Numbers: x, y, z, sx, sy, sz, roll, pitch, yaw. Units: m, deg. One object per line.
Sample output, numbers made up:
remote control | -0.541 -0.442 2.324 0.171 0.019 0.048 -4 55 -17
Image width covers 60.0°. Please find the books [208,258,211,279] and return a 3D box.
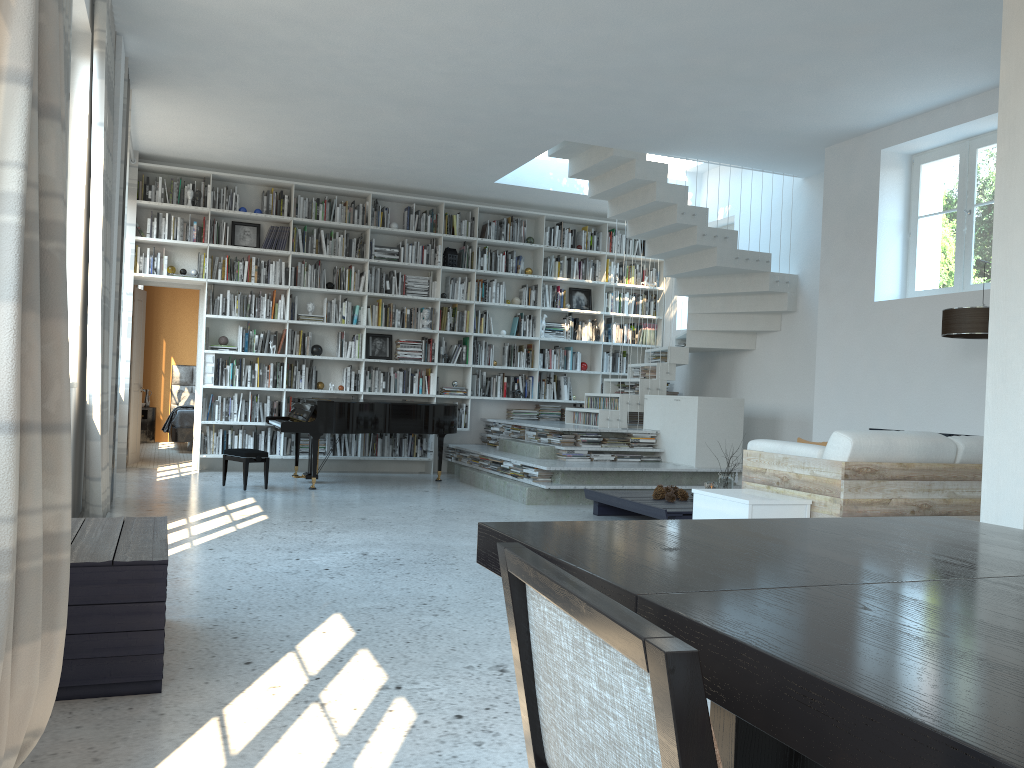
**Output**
books | -3.204 -1.205 9.394 0.022 0.232 0.151 2 0 -21

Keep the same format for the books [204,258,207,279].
books | -3.231 -1.203 9.347 0.021 0.224 0.231 2 0 -21

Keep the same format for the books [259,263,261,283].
books | -2.725 -1.182 9.575 0.013 0.232 0.171 2 0 -21

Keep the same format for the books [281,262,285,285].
books | -2.502 -1.187 9.660 0.035 0.264 0.177 2 0 -21

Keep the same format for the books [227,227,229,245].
books | -3.032 -1.555 9.437 0.012 0.214 0.185 2 0 -21

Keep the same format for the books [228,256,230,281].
books | -3.021 -1.219 9.451 0.011 0.277 0.164 2 0 -21

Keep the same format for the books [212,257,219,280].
books | -3.156 -1.215 9.420 0.062 0.258 0.153 2 0 -21

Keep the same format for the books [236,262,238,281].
books | -2.946 -1.185 9.487 0.014 0.218 0.164 2 0 -21

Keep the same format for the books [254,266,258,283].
books | -2.763 -1.166 9.544 0.029 0.195 0.192 2 0 -21

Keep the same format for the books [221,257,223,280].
books | -3.095 -1.215 9.436 0.010 0.263 0.151 2 0 -21

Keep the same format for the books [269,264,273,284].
books | -2.620 -1.176 9.612 0.030 0.231 0.172 2 0 -21

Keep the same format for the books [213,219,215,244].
books | -3.165 -1.598 9.405 0.006 0.289 0.144 2 0 -21

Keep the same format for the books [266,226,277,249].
books | -2.616 -1.565 9.612 0.110 0.279 0.174 2 0 -21

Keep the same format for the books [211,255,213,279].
books | -3.184 -1.219 9.392 0.012 0.263 0.180 2 0 -21

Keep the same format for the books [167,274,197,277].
books | -3.459 -1.131 9.299 0.285 0.012 0.159 3 -1 -19

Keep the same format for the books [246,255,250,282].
books | -2.840 -1.223 9.542 0.014 0.304 0.151 2 0 -21

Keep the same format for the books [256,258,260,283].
books | -2.746 -1.210 9.579 0.025 0.286 0.161 2 0 -21

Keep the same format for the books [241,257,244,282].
books | -2.895 -1.210 9.513 0.014 0.272 0.180 2 0 -21

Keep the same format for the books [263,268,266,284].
books | -2.688 -1.157 9.604 0.022 0.186 0.136 2 0 -21

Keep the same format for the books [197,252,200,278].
books | -3.306 -1.236 9.349 0.012 0.285 0.159 2 0 -21

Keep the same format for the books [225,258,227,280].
books | -3.054 -1.208 9.446 0.014 0.252 0.187 2 0 -21

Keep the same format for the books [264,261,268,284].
books | -2.669 -1.193 9.616 0.035 0.260 0.131 2 0 -21

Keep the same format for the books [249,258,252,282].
books | -2.817 -1.206 9.531 0.023 0.271 0.187 2 0 -21

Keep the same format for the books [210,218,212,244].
books | -3.192 -1.598 9.388 0.006 0.287 0.148 2 0 -21

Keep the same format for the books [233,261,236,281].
books | -2.976 -1.193 9.493 0.012 0.230 0.149 2 0 -21

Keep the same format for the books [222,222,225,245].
books | -3.069 -1.579 9.422 0.023 0.258 0.183 2 0 -21

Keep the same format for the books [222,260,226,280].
books | -3.075 -1.198 9.439 0.030 0.230 0.172 2 0 -21

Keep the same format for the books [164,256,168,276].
books | -3.601 -1.214 9.219 0.029 0.211 0.187 2 0 -21

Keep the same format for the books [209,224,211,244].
books | -3.209 -1.572 9.407 0.006 0.233 0.136 2 0 -21

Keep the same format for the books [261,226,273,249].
books | -2.662 -1.567 9.604 0.110 0.279 0.174 2 0 -21

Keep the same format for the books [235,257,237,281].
books | -2.962 -1.216 9.494 0.012 0.277 0.150 2 0 -21

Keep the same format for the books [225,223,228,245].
books | -3.045 -1.576 9.440 0.012 0.254 0.166 2 0 -21

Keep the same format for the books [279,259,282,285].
books | -2.529 -1.201 9.652 0.022 0.289 0.169 2 0 -21

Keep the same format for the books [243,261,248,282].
books | -2.869 -1.192 9.528 0.047 0.238 0.162 2 0 -21

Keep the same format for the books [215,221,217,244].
books | -3.142 -1.583 9.401 0.009 0.260 0.184 2 0 -21

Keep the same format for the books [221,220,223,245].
books | -3.084 -1.591 9.426 0.005 0.281 0.190 2 0 -21

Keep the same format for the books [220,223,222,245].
books | -3.097 -1.573 9.423 0.019 0.244 0.153 2 0 -21

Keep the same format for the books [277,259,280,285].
books | -2.540 -1.203 9.634 0.012 0.291 0.182 2 0 -21

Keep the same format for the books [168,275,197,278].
books | -3.459 -1.119 9.297 0.285 0.012 0.159 3 -1 -24

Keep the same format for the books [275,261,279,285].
books | -2.568 -1.191 9.655 0.024 0.266 0.155 2 0 -21

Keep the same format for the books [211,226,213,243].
books | -3.185 -1.557 9.396 0.015 0.207 0.172 2 0 -21

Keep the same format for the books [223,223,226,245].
books | -3.056 -1.574 9.437 0.011 0.250 0.168 2 0 -21

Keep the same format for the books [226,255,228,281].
books | -3.039 -1.221 9.456 0.020 0.281 0.164 2 0 -21

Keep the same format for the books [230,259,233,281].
books | -3.001 -1.204 9.478 0.047 0.249 0.134 2 0 -21

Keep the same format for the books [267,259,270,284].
books | -2.640 -1.202 9.608 0.012 0.281 0.188 2 0 -21

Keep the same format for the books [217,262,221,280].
books | -3.108 -1.182 9.414 0.026 0.195 0.175 2 0 -21

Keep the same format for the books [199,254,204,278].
books | -3.288 -1.227 9.379 0.044 0.269 0.133 2 0 -21

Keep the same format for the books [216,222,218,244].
books | -3.137 -1.577 9.413 0.010 0.249 0.166 2 0 -21

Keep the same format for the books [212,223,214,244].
books | -3.175 -1.574 9.400 0.005 0.238 0.154 2 0 -21

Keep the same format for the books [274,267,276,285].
books | -2.584 -1.162 9.639 0.013 0.206 0.172 2 0 -21

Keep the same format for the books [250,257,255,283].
books | -2.790 -1.212 9.536 0.030 0.286 0.185 2 0 -21

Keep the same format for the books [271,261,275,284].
books | -2.595 -1.191 9.621 0.022 0.263 0.174 2 0 -21

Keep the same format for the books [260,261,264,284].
books | -2.711 -1.195 9.596 0.029 0.261 0.157 2 0 -21

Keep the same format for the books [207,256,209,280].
books | -3.222 -1.217 9.395 0.012 0.254 0.161 2 0 -21

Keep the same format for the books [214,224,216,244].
books | -3.154 -1.568 9.393 0.009 0.228 0.184 2 0 -21

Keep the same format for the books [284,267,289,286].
books | -2.460 -1.155 9.650 0.039 0.202 0.236 2 0 -21

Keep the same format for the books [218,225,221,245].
books | -3.104 -1.561 9.409 0.018 0.218 0.186 2 0 -21

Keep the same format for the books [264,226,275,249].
books | -2.644 -1.566 9.621 0.110 0.279 0.174 2 0 -21

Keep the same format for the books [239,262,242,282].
books | -2.915 -1.184 9.500 0.031 0.217 0.173 2 0 -21

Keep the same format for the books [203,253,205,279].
books | -3.257 -1.234 9.374 0.010 0.286 0.137 2 0 -21
